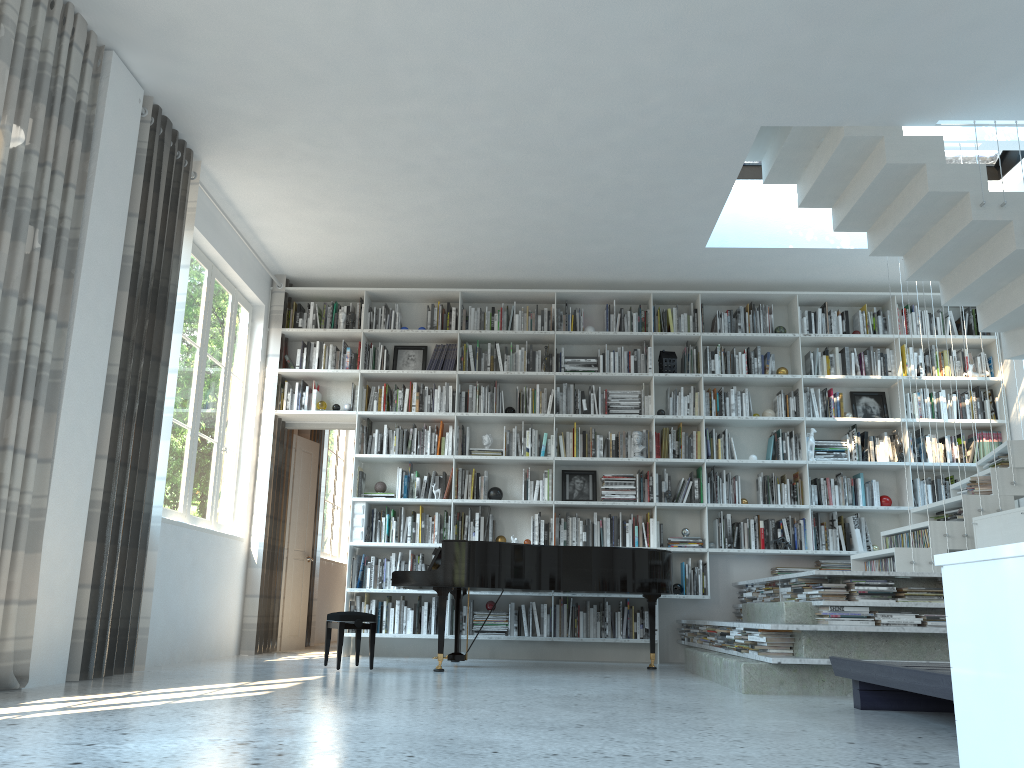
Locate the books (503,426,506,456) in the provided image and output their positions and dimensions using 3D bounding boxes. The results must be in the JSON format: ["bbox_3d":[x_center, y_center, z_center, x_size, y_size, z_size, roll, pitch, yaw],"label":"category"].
[{"bbox_3d":[-0.064,0.517,7.657,0.012,0.284,0.160,1,-14,2],"label":"books"}]

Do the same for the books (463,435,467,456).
[{"bbox_3d":[-0.408,0.554,7.676,0.034,0.209,0.136,1,-14,2],"label":"books"}]

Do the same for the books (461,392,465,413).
[{"bbox_3d":[-0.422,0.191,7.772,0.029,0.224,0.137,1,-14,2],"label":"books"}]

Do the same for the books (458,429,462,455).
[{"bbox_3d":[-0.447,0.529,7.676,0.024,0.256,0.134,1,-14,2],"label":"books"}]

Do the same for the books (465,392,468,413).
[{"bbox_3d":[-0.396,0.194,7.770,0.024,0.218,0.140,1,-14,2],"label":"books"}]

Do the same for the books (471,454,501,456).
[{"bbox_3d":[-0.222,0.626,7.642,0.254,0.012,0.161,2,-14,-2],"label":"books"}]

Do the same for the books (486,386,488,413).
[{"bbox_3d":[-0.217,0.169,7.740,0.009,0.260,0.181,1,-14,2],"label":"books"}]

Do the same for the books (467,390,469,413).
[{"bbox_3d":[-0.378,0.181,7.759,0.012,0.239,0.134,1,-14,2],"label":"books"}]

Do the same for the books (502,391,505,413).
[{"bbox_3d":[-0.074,0.189,7.747,0.031,0.231,0.148,1,-14,2],"label":"books"}]

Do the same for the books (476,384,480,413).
[{"bbox_3d":[-0.296,0.156,7.744,0.010,0.282,0.184,1,-14,2],"label":"books"}]

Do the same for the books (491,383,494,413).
[{"bbox_3d":[-0.174,0.156,7.746,0.011,0.290,0.177,1,-14,2],"label":"books"}]

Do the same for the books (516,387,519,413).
[{"bbox_3d":[0.048,0.171,7.762,0.012,0.275,0.129,1,-14,2],"label":"books"}]

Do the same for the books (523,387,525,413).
[{"bbox_3d":[0.106,0.175,7.754,0.009,0.266,0.150,1,-14,2],"label":"books"}]

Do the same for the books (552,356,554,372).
[{"bbox_3d":[0.364,-0.137,7.837,0.019,0.193,0.098,1,-14,2],"label":"books"}]

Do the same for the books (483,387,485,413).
[{"bbox_3d":[-0.237,0.172,7.757,0.010,0.261,0.170,1,-14,2],"label":"books"}]

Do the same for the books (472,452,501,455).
[{"bbox_3d":[-0.222,0.613,7.643,0.254,0.012,0.161,2,-14,-3],"label":"books"}]

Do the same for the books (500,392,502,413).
[{"bbox_3d":[-0.098,0.197,7.756,0.012,0.217,0.151,1,-14,2],"label":"books"}]

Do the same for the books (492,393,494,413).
[{"bbox_3d":[-0.163,0.198,7.762,0.012,0.216,0.133,1,-14,2],"label":"books"}]

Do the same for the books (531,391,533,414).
[{"bbox_3d":[0.173,0.191,7.751,0.011,0.235,0.131,1,-14,2],"label":"books"}]

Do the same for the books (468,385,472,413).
[{"bbox_3d":[-0.359,0.160,7.756,0.026,0.278,0.151,1,-14,2],"label":"books"}]

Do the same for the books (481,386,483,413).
[{"bbox_3d":[-0.259,0.165,7.733,0.009,0.262,0.190,1,-14,2],"label":"books"}]

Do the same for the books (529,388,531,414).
[{"bbox_3d":[0.160,0.178,7.717,0.013,0.243,0.189,1,-14,2],"label":"books"}]

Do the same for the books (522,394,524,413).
[{"bbox_3d":[0.095,0.205,7.738,0.011,0.199,0.163,1,-14,2],"label":"books"}]

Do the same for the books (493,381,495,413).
[{"bbox_3d":[-0.154,0.145,7.762,0.004,0.320,0.153,1,-14,2],"label":"books"}]

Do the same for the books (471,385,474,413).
[{"bbox_3d":[-0.341,0.161,7.752,0.012,0.275,0.157,1,-14,2],"label":"books"}]

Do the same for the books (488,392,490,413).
[{"bbox_3d":[-0.197,0.194,7.732,0.011,0.208,0.181,1,-14,2],"label":"books"}]

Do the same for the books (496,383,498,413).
[{"bbox_3d":[-0.130,0.153,7.761,0.005,0.304,0.163,1,-14,2],"label":"books"}]

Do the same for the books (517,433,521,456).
[{"bbox_3d":[0.064,0.551,7.658,0.048,0.224,0.150,1,-14,2],"label":"books"}]

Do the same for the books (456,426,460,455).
[{"bbox_3d":[-0.464,0.517,7.685,0.012,0.284,0.160,1,-14,2],"label":"books"}]

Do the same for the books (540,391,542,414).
[{"bbox_3d":[0.250,0.194,7.738,0.011,0.229,0.166,1,-14,2],"label":"books"}]

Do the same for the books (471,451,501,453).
[{"bbox_3d":[-0.221,0.602,7.650,0.254,0.012,0.161,1,-14,-1],"label":"books"}]

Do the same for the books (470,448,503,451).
[{"bbox_3d":[-0.221,0.579,7.653,0.285,0.012,0.160,2,-14,-2],"label":"books"}]

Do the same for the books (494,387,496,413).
[{"bbox_3d":[-0.148,0.172,7.748,0.010,0.261,0.158,1,-14,2],"label":"books"}]

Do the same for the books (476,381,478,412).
[{"bbox_3d":[-0.305,0.146,7.769,0.011,0.316,0.155,1,-14,2],"label":"books"}]

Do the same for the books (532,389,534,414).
[{"bbox_3d":[0.186,0.180,7.740,0.017,0.252,0.140,1,-14,2],"label":"books"}]

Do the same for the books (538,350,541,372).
[{"bbox_3d":[0.243,-0.163,7.834,0.024,0.236,0.153,1,-14,2],"label":"books"}]

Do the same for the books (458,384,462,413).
[{"bbox_3d":[-0.457,0.160,7.773,0.012,0.284,0.160,1,-14,2],"label":"books"}]

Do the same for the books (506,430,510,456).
[{"bbox_3d":[-0.033,0.535,7.646,0.030,0.246,0.174,1,-14,2],"label":"books"}]

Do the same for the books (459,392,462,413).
[{"bbox_3d":[-0.445,0.193,7.747,0.015,0.207,0.186,1,-14,2],"label":"books"}]

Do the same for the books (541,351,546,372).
[{"bbox_3d":[0.282,-0.180,7.818,0.055,0.263,0.167,1,-14,2],"label":"books"}]

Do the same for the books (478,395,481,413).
[{"bbox_3d":[-0.277,0.208,7.748,0.029,0.186,0.149,1,-14,2],"label":"books"}]

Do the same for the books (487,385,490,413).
[{"bbox_3d":[-0.207,0.162,7.748,0.011,0.278,0.169,1,-14,2],"label":"books"}]

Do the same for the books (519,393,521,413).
[{"bbox_3d":[0.069,0.198,7.745,0.013,0.215,0.150,1,-14,2],"label":"books"}]

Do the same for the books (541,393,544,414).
[{"bbox_3d":[0.268,0.201,7.736,0.024,0.215,0.142,1,-14,2],"label":"books"}]

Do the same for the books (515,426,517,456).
[{"bbox_3d":[0.034,0.517,7.650,0.012,0.285,0.168,1,-14,2],"label":"books"}]

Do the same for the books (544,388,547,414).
[{"bbox_3d":[0.291,0.179,7.731,0.022,0.256,0.155,1,-14,2],"label":"books"}]

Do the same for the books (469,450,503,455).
[{"bbox_3d":[-0.221,0.591,7.655,0.285,0.012,0.160,0,-14,4],"label":"books"}]

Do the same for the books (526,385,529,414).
[{"bbox_3d":[0.139,0.165,7.756,0.033,0.286,0.155,1,-14,2],"label":"books"}]

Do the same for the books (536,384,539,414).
[{"bbox_3d":[0.224,0.164,7.735,0.022,0.284,0.190,1,-14,2],"label":"books"}]

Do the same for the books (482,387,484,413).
[{"bbox_3d":[-0.249,0.171,7.733,0.012,0.251,0.184,1,-14,2],"label":"books"}]

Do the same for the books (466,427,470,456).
[{"bbox_3d":[-0.380,0.520,7.677,0.021,0.277,0.137,1,-14,2],"label":"books"}]

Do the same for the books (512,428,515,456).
[{"bbox_3d":[0.017,0.529,7.660,0.022,0.266,0.151,1,-14,2],"label":"books"}]

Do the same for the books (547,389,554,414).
[{"bbox_3d":[0.333,0.184,7.706,0.064,0.236,0.209,1,-14,2],"label":"books"}]

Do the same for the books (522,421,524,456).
[{"bbox_3d":[0.094,0.499,7.661,0.010,0.328,0.174,1,-14,2],"label":"books"}]

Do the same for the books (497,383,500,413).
[{"bbox_3d":[-0.118,0.157,7.738,0.011,0.286,0.189,1,-14,2],"label":"books"}]

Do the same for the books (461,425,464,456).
[{"bbox_3d":[-0.429,0.514,7.697,0.011,0.297,0.136,1,-14,2],"label":"books"}]

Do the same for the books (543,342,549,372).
[{"bbox_3d":[0.298,-0.199,7.821,0.058,0.301,0.175,1,-14,2],"label":"books"}]

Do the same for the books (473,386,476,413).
[{"bbox_3d":[-0.323,0.169,7.750,0.024,0.261,0.178,1,-14,2],"label":"books"}]

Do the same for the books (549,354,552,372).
[{"bbox_3d":[0.341,-0.148,7.833,0.028,0.211,0.135,1,-14,2],"label":"books"}]

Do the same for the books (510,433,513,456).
[{"bbox_3d":[-0.006,0.552,7.671,0.024,0.226,0.138,1,-14,2],"label":"books"}]
